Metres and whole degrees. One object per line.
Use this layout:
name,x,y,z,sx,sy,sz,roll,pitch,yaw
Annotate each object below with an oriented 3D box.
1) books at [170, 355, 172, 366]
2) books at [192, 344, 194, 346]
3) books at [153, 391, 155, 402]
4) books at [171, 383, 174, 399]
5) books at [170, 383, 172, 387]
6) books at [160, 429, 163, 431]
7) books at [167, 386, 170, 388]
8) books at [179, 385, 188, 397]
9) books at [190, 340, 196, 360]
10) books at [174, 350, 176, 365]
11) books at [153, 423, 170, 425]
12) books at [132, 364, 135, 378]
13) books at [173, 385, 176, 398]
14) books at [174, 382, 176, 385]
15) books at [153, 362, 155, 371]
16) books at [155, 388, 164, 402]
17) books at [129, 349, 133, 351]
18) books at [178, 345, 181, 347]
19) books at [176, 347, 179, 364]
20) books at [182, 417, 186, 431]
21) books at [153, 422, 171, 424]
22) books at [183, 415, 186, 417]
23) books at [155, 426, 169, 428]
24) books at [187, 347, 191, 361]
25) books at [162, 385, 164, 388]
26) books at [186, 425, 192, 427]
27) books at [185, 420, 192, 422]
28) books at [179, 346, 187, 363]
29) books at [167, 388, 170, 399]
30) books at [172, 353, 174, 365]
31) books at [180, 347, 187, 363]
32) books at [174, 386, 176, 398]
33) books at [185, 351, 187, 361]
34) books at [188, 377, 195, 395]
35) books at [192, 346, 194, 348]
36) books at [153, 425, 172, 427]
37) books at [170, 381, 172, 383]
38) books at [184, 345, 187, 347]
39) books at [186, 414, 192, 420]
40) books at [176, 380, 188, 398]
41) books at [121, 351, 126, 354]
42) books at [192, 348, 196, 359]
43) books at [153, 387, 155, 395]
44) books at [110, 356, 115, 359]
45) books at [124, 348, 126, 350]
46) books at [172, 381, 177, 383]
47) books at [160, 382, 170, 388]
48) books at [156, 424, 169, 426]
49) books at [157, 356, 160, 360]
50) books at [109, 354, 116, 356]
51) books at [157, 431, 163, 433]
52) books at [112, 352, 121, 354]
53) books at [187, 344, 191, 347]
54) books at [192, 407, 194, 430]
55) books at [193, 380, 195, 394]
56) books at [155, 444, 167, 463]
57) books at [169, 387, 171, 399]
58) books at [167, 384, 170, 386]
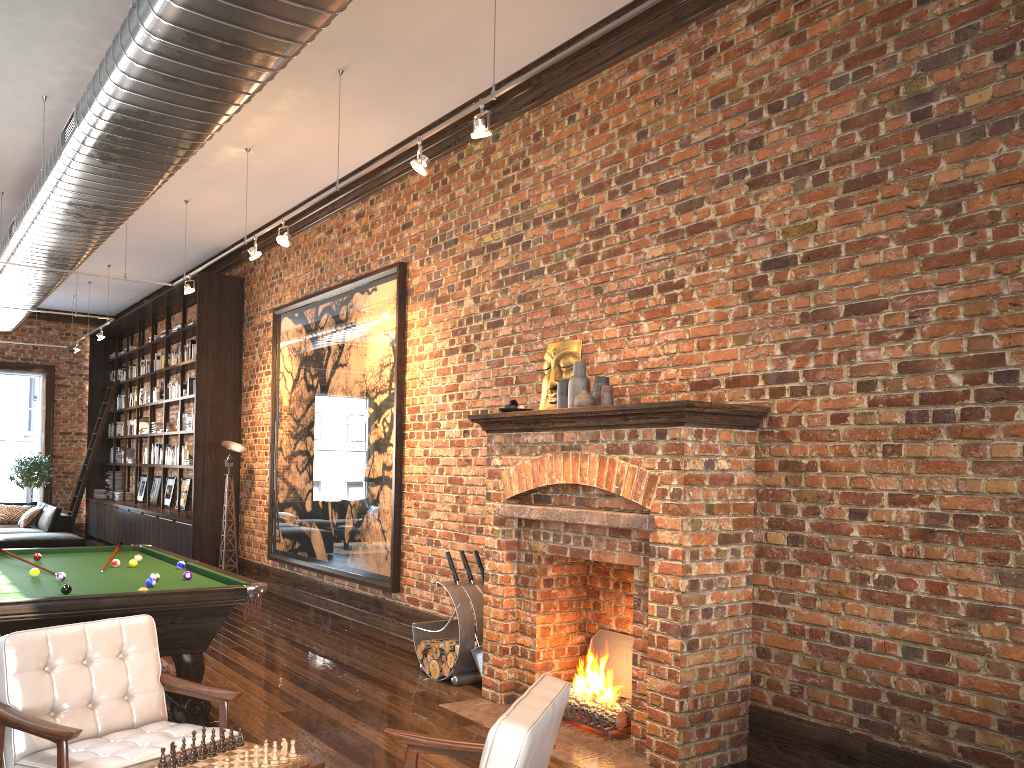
books,-5.291,-0.341,13.976,0.183,0.206,0.053,3,-2,-35
books,-4.610,-0.446,13.020,0.168,0.262,0.016,3,-1,-35
books,-5.893,0.228,14.825,0.190,0.216,0.031,3,-2,-35
books,-5.258,0.130,13.927,0.166,0.268,0.011,2,-1,-35
books,-5.333,0.130,14.032,0.160,0.285,0.014,2,-1,-35
books,-5.603,0.745,14.381,0.173,0.018,0.239,4,-6,-31
books,-5.393,0.155,14.091,0.186,0.243,0.079,3,-2,-35
books,-4.978,0.127,13.534,0.182,0.218,0.051,3,-2,-35
books,-4.641,-0.478,13.060,0.180,0.332,0.016,2,-1,-35
books,-5.156,-0.384,13.774,0.185,0.258,0.032,3,-1,-35
books,-5.758,0.663,14.578,0.243,0.015,0.165,5,-6,-32
books,-6.845,-0.210,16.176,0.164,0.297,0.029,2,-1,-35
books,-5.219,0.138,13.868,0.160,0.241,0.031,3,-1,-35
books,-5.229,0.115,13.912,0.138,0.296,0.024,2,-1,-35
books,-6.063,-0.259,15.122,0.138,0.228,0.066,2,-1,-35
books,-5.681,0.192,14.492,0.273,0.240,0.083,3,-2,-35
books,-7.018,-0.624,16.446,0.206,0.024,0.249,4,-6,-31
books,-5.063,-0.428,13.670,0.184,0.329,0.008,2,-1,-35
books,-5.069,-0.415,13.650,0.183,0.299,0.018,2,-1,-35
books,-4.865,0.608,13.336,0.184,0.221,0.033,3,-2,-35
books,-5.758,0.645,14.579,0.286,0.012,0.160,6,-7,-39
books,-4.889,0.600,13.388,0.158,0.245,0.013,3,-1,-35
books,-5.747,0.706,14.560,0.199,0.015,0.134,5,-7,-35
books,-4.741,-0.422,13.200,0.185,0.241,0.030,3,-1,-35
books,-5.674,0.165,14.556,0.133,0.299,0.012,2,-1,-35
books,-4.710,0.626,13.157,0.160,0.012,0.351,5,-7,-37
books,-4.713,0.553,13.152,0.160,0.012,0.354,6,-7,-39
books,-4.979,-0.421,13.548,0.189,0.296,0.015,3,-1,-35
books,-5.376,0.170,14.065,0.224,0.208,0.064,3,-2,-35
books,-5.243,-0.358,13.911,0.174,0.229,0.014,3,-1,-35
books,-4.978,-0.413,13.534,0.180,0.278,0.009,3,-1,-35
books,-5.143,0.144,13.743,0.181,0.209,0.024,3,-2,-35
books,-4.780,-0.389,13.242,0.190,0.182,0.025,3,-2,-35
books,-4.588,0.048,12.904,0.246,0.265,0.038,3,-2,-35
books,-4.597,-0.435,13.004,0.172,0.236,0.025,3,-1,-35
books,-5.758,0.695,14.576,0.283,0.010,0.169,5,-7,-36
books,-5.405,0.120,14.154,0.143,0.323,0.116,2,-1,-35
books,-4.967,-0.430,13.580,0.134,0.321,0.009,2,-1,-35
books,-4.820,0.585,13.326,0.138,0.267,0.034,2,-1,-35
books,-5.049,0.096,13.615,0.183,0.285,0.034,3,-1,-35
books,-7.254,-0.581,16.760,0.230,0.033,0.273,4,-6,-31
books,-4.572,-0.421,12.959,0.190,0.202,0.027,3,-2,-35
books,-5.937,0.197,14.865,0.190,0.284,0.013,3,-1,-35
books,-7.797,-0.518,17.536,0.214,0.014,0.357,5,-7,-39
books,-7.226,-0.662,16.780,0.165,0.022,0.257,4,-6,-31
books,-5.266,0.111,13.939,0.152,0.306,0.016,2,-1,-35
books,-5.696,0.148,14.557,0.156,0.334,0.014,2,-1,-35
books,-5.762,0.681,14.583,0.196,0.019,0.173,4,-6,-30
books,-5.778,-0.319,14.659,0.180,0.270,0.011,3,-1,-35
books,-7.802,-0.560,17.533,0.230,0.015,0.313,5,-7,-39
books,-5.612,0.786,14.375,0.205,0.035,0.267,5,-6,-34
books,-7.781,-0.595,17.547,0.191,0.017,0.300,5,-7,-37
books,-4.789,-0.440,13.291,0.150,0.294,0.032,2,-1,-35
books,-4.571,0.516,12.925,0.180,0.339,0.013,2,-1,-35
books,-4.521,0.062,12.858,0.187,0.229,0.035,3,-2,-35
books,-5.805,1.161,14.680,0.183,0.335,0.015,2,-1,-35
books,-5.296,0.163,13.962,0.181,0.207,0.030,3,-2,-35
books,-5.416,0.142,14.132,0.179,0.274,0.098,3,-2,-35
